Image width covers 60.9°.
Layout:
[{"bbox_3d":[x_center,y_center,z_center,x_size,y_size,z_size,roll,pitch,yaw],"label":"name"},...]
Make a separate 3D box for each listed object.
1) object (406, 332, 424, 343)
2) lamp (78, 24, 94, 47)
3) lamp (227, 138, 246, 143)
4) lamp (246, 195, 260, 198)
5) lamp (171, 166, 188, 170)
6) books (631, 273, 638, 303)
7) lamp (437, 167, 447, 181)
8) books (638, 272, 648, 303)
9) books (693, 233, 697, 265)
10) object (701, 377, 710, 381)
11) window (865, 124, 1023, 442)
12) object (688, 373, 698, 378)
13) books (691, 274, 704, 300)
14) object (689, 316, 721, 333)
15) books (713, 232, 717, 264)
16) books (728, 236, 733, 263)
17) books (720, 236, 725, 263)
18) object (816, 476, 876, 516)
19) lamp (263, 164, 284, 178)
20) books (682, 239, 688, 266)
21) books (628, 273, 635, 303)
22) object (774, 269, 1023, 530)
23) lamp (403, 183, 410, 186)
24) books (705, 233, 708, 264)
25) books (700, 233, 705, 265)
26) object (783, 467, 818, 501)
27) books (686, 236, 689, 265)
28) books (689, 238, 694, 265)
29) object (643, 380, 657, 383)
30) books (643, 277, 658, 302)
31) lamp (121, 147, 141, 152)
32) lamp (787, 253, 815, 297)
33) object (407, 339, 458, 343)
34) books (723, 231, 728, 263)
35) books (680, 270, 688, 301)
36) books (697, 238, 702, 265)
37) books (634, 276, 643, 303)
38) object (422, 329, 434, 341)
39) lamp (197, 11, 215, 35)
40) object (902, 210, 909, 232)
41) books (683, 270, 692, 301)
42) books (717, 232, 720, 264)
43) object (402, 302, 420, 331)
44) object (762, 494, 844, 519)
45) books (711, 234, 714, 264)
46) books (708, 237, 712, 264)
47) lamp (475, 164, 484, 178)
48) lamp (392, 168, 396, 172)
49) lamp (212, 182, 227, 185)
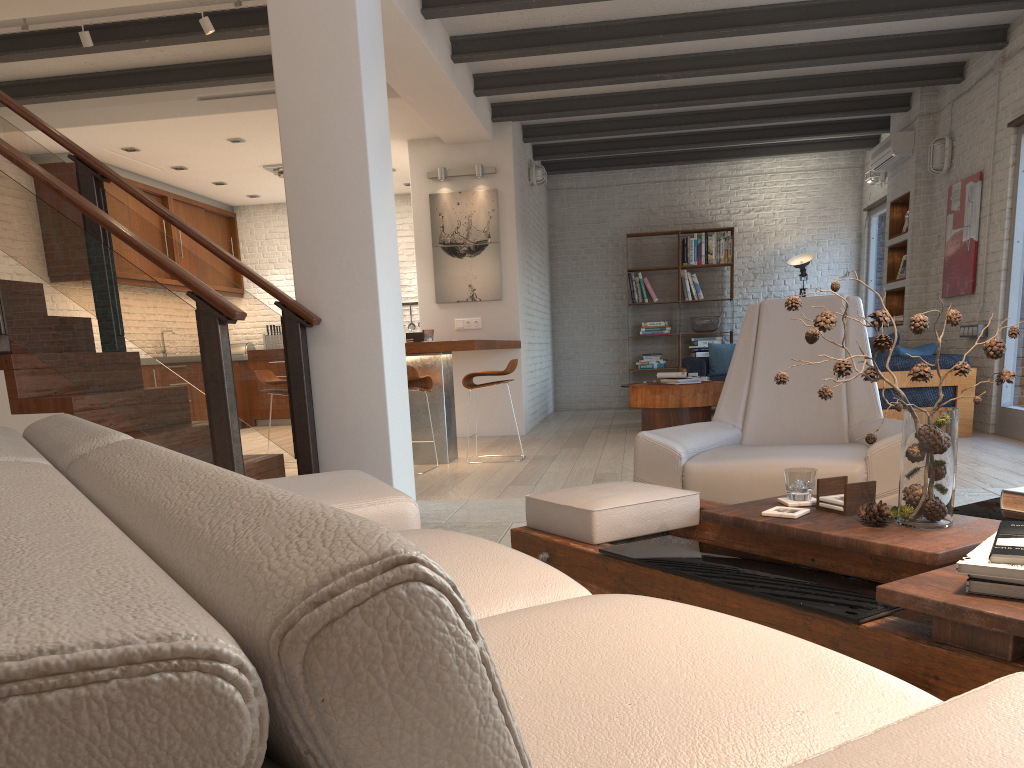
[{"bbox_3d":[-0.746,-0.354,6.715,0.093,0.084,0.113,-8,8,-37],"label":"object"},{"bbox_3d":[-2.572,-2.091,5.261,0.061,0.132,0.083,-1,10,10],"label":"lamp"},{"bbox_3d":[-2.511,-2.234,7.929,0.124,0.056,0.120,-2,4,8],"label":"lamp"},{"bbox_3d":[-3.165,-2.313,10.659,0.124,0.056,0.120,-2,4,8],"label":"lamp"},{"bbox_3d":[-3.412,-2.232,8.940,0.124,0.056,0.120,-2,4,8],"label":"lamp"},{"bbox_3d":[1.580,-1.229,11.232,0.091,0.395,0.236,-1,10,8],"label":"books"},{"bbox_3d":[-0.658,-1.974,8.194,0.079,0.107,0.078,4,11,36],"label":"lamp"},{"bbox_3d":[1.684,-1.231,11.205,0.121,0.392,0.236,-1,10,8],"label":"books"},{"bbox_3d":[2.311,-1.690,11.016,0.036,0.394,0.236,-1,10,8],"label":"books"},{"bbox_3d":[2.002,-0.044,9.047,0.155,0.058,0.264,-3,3,1],"label":"object"},{"bbox_3d":[3.717,-2.737,4.440,0.648,6.564,12.023,-1,5,8],"label":"window"},{"bbox_3d":[1.844,-0.057,8.881,0.108,0.111,0.105,1,8,24],"label":"object"},{"bbox_3d":[2.356,-1.231,11.111,0.158,0.338,0.247,-1,9,8],"label":"books"},{"bbox_3d":[2.481,-0.759,11.218,0.395,0.207,0.399,-6,6,-40],"label":"object"},{"bbox_3d":[2.556,-1.700,10.997,0.036,0.394,0.236,-1,10,8],"label":"books"},{"bbox_3d":[2.736,-1.680,10.980,0.055,0.339,0.247,-1,9,8],"label":"books"},{"bbox_3d":[2.637,-1.675,10.973,0.055,0.339,0.247,-1,9,8],"label":"books"},{"bbox_3d":[0.880,0.293,2.299,0.093,0.084,0.112,-5,6,-20],"label":"object"},{"bbox_3d":[-2.324,-2.195,9.233,0.450,0.175,0.439,-2,4,8],"label":"lamp"},{"bbox_3d":[2.191,-1.658,11.054,0.055,0.339,0.247,-1,9,8],"label":"books"},{"bbox_3d":[1.542,-1.227,11.230,0.091,0.395,0.236,-1,10,8],"label":"books"},{"bbox_3d":[0.836,0.041,1.991,0.539,0.625,0.309,-6,11,-20],"label":"object"},{"bbox_3d":[-1.220,-2.393,10.373,0.124,0.056,0.120,-2,4,8],"label":"lamp"},{"bbox_3d":[2.441,-1.695,11.001,0.036,0.394,0.236,-1,10,8],"label":"books"},{"bbox_3d":[2.403,-1.693,10.996,0.036,0.394,0.236,-1,10,8],"label":"books"},{"bbox_3d":[0.798,0.279,2.414,0.090,0.087,0.090,-7,8,-32],"label":"object"},{"bbox_3d":[2.228,-1.673,11.044,0.021,0.369,0.264,-1,9,8],"label":"books"},{"bbox_3d":[2.265,-1.660,11.024,0.055,0.339,0.247,-1,9,8],"label":"books"},{"bbox_3d":[1.586,-0.034,9.640,0.301,0.028,0.067,-3,4,-14],"label":"object"},{"bbox_3d":[1.780,-1.204,11.220,0.195,0.328,0.247,-1,9,8],"label":"books"},{"bbox_3d":[-3.536,-2.192,8.080,0.124,0.056,0.120,-2,4,8],"label":"lamp"},{"bbox_3d":[3.730,-0.677,10.686,0.503,1.898,0.846,-7,11,-19],"label":"lamp"},{"bbox_3d":[-0.623,-0.334,6.661,0.396,0.036,0.193,-2,3,12],"label":"object"},{"bbox_3d":[2.684,-1.705,10.965,0.036,0.394,0.236,-1,10,8],"label":"books"},{"bbox_3d":[2.198,-1.252,11.147,0.101,0.395,0.236,-1,10,8],"label":"books"},{"bbox_3d":[2.360,-1.665,11.029,0.055,0.339,0.247,-1,9,8],"label":"books"},{"bbox_3d":[1.634,-1.206,11.248,0.102,0.343,0.247,-1,9,8],"label":"books"},{"bbox_3d":[-0.634,-0.369,6.621,0.091,0.087,0.089,0,8,23],"label":"object"},{"bbox_3d":[-1.800,-2.123,5.141,0.086,0.133,0.058,-8,12,-31],"label":"lamp"},{"bbox_3d":[3.965,-1.629,8.696,0.112,0.250,0.210,1,9,16],"label":"object"},{"bbox_3d":[2.232,-1.252,11.119,0.103,0.394,0.236,-1,10,8],"label":"books"},{"bbox_3d":[2.591,-1.701,10.979,0.036,0.394,0.236,-1,10,8],"label":"books"},{"bbox_3d":[-1.143,-0.864,11.226,0.669,0.401,0.136,-2,11,8],"label":"object"},{"bbox_3d":[0.771,0.321,2.345,0.270,0.036,0.244,-4,3,-20],"label":"object"},{"bbox_3d":[2.526,-1.685,10.991,0.021,0.369,0.264,-1,9,8],"label":"books"},{"bbox_3d":[2.486,-1.669,10.985,0.055,0.339,0.247,-1,9,8],"label":"books"},{"bbox_3d":[-0.306,-1.989,8.142,0.079,0.107,0.078,4,11,36],"label":"lamp"},{"bbox_3d":[-1.344,-2.353,9.514,0.124,0.056,0.120,-2,4,8],"label":"lamp"},{"bbox_3d":[-3.289,-2.273,9.800,0.124,0.056,0.120,-2,4,8],"label":"lamp"}]
